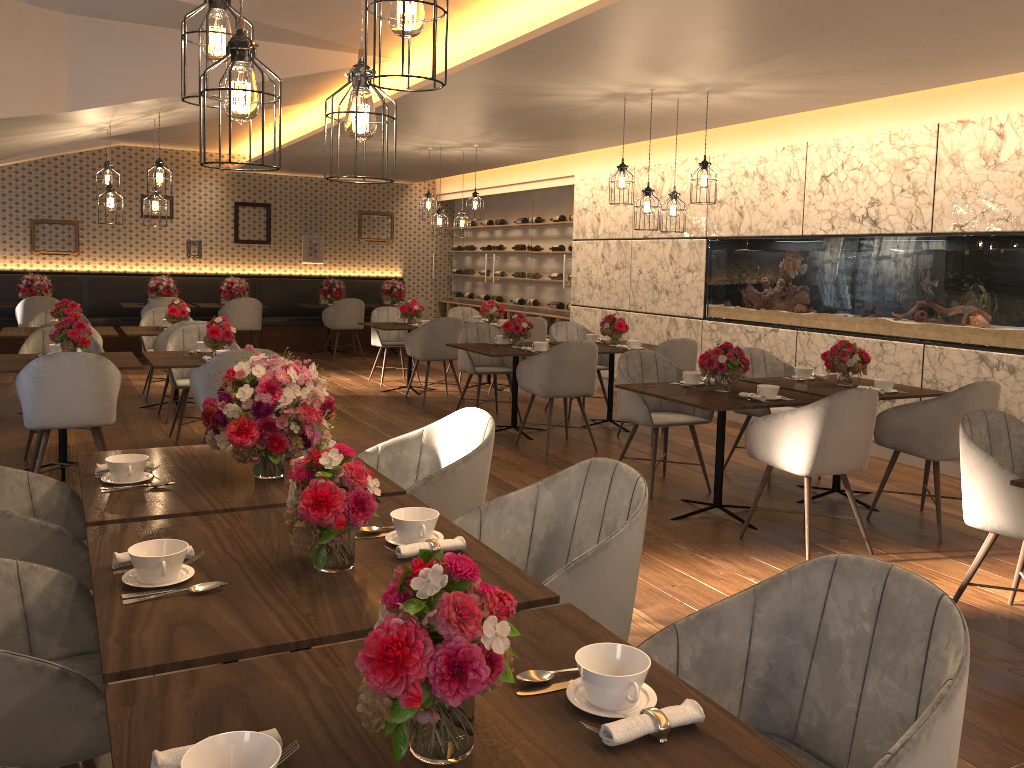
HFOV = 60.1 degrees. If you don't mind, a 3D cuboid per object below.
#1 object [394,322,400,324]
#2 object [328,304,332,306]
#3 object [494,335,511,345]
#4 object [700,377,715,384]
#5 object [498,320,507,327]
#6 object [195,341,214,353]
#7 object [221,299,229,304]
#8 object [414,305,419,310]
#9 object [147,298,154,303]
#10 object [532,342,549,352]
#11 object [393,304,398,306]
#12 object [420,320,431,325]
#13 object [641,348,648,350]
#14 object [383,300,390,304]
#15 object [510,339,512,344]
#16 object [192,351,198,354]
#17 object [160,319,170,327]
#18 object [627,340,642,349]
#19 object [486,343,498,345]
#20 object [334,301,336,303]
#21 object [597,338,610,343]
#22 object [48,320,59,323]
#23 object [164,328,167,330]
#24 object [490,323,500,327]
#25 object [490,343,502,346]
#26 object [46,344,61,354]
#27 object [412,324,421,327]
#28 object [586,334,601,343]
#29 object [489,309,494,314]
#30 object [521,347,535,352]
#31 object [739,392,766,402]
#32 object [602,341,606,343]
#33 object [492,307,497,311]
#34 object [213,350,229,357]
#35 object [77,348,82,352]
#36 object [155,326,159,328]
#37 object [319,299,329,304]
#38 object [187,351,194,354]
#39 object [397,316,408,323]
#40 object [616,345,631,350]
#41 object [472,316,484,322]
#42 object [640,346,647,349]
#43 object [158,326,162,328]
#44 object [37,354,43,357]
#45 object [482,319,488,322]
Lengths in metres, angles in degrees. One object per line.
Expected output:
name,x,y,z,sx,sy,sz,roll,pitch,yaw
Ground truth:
object,-1.273,-0.676,9.815,0.022,0.004,0.212,-2,9,-27
object,-2.617,-1.138,12.765,0.056,0.039,0.176,-2,8,-27
object,-0.079,-0.381,7.677,0.149,0.072,0.148,8,9,40
object,1.201,-0.021,5.453,0.056,0.039,0.176,-2,8,-27
object,-0.088,-0.671,9.771,0.149,0.072,0.148,8,9,40
object,-2.217,-0.267,6.411,0.148,0.072,0.149,6,8,30
object,-4.096,-1.185,12.683,0.148,0.072,0.149,4,8,20
object,-1.048,-0.822,9.550,0.077,0.052,0.046,5,7,24
object,-4.958,-1.148,12.237,0.148,0.072,0.149,4,8,20
object,0.232,-0.301,7.155,0.149,0.072,0.148,8,9,40
object,-1.728,-1.177,13.224,0.056,0.039,0.176,-2,8,-27
object,-0.904,-0.635,9.349,0.149,0.072,0.148,8,9,40
object,1.104,-0.308,7.639,0.022,0.004,0.212,-2,9,-27
object,-1.937,-1.279,13.798,0.148,0.072,0.149,4,7,15
object,0.022,-0.369,7.731,0.056,0.039,0.176,-2,8,-27
object,-2.275,-0.226,6.354,0.022,0.004,0.212,-2,9,-27
object,-3.281,-0.580,8.465,0.148,0.072,0.149,6,8,30
object,1.048,-0.336,7.577,0.149,0.072,0.148,8,9,40
object,-0.171,-0.346,7.611,0.043,0.015,0.198,-3,9,-31
object,-2.516,-1.159,12.816,0.148,0.072,0.149,4,7,15
object,0.838,-0.404,8.153,0.056,0.039,0.176,-2,8,-27
object,-4.120,-0.544,8.031,0.148,0.072,0.149,6,8,30
object,-3.071,-0.478,7.891,0.056,0.039,0.176,-2,8,-27
object,-0.189,-0.649,9.720,0.056,0.039,0.176,-2,8,-27
object,-0.137,-0.341,7.621,0.022,0.004,0.212,-2,9,-27
object,-3.057,-0.231,5.977,0.148,0.072,0.149,6,8,30
object,-1.006,-0.614,9.298,0.056,0.039,0.176,-2,8,-27
object,0.737,-0.417,8.099,0.149,0.072,0.148,8,9,40
object,-0.239,-0.816,9.950,0.049,0.052,0.078,0,7,-17
object,0.130,-0.279,7.104,0.056,0.039,0.176,-2,8,-27
object,1.309,0.068,4.826,0.056,0.039,0.176,-2,8,-27
object,0.812,-0.395,8.129,0.025,0.024,0.193,-2,8,-27
object,-0.212,-0.845,9.947,0.076,0.052,0.048,8,9,42
object,-1.906,-0.186,5.889,0.148,0.072,0.149,6,8,30
object,-2.956,-0.218,6.031,0.056,0.039,0.176,-2,8,-27
object,-3.373,-0.545,8.398,0.043,0.015,0.198,-3,9,-31
object,-2.827,-1.240,13.338,0.148,0.072,0.149,4,8,20
object,-2.310,-0.231,6.344,0.043,0.015,0.198,-3,9,-31
object,-1.215,-0.716,9.871,0.149,0.072,0.148,8,9,40
object,0.947,-0.315,7.526,0.056,0.039,0.176,-2,8,-27
object,-0.399,-0.752,10.293,0.149,0.072,0.148,8,9,40
object,1.139,-0.314,7.648,0.043,0.015,0.198,-3,9,-31
object,-3.339,-0.539,8.409,0.022,0.004,0.212,-2,9,-27
object,-3.149,-0.195,5.910,0.043,0.015,0.198,-3,9,-31
object,-0.298,-0.739,10.347,0.056,0.039,0.176,-2,8,-27
